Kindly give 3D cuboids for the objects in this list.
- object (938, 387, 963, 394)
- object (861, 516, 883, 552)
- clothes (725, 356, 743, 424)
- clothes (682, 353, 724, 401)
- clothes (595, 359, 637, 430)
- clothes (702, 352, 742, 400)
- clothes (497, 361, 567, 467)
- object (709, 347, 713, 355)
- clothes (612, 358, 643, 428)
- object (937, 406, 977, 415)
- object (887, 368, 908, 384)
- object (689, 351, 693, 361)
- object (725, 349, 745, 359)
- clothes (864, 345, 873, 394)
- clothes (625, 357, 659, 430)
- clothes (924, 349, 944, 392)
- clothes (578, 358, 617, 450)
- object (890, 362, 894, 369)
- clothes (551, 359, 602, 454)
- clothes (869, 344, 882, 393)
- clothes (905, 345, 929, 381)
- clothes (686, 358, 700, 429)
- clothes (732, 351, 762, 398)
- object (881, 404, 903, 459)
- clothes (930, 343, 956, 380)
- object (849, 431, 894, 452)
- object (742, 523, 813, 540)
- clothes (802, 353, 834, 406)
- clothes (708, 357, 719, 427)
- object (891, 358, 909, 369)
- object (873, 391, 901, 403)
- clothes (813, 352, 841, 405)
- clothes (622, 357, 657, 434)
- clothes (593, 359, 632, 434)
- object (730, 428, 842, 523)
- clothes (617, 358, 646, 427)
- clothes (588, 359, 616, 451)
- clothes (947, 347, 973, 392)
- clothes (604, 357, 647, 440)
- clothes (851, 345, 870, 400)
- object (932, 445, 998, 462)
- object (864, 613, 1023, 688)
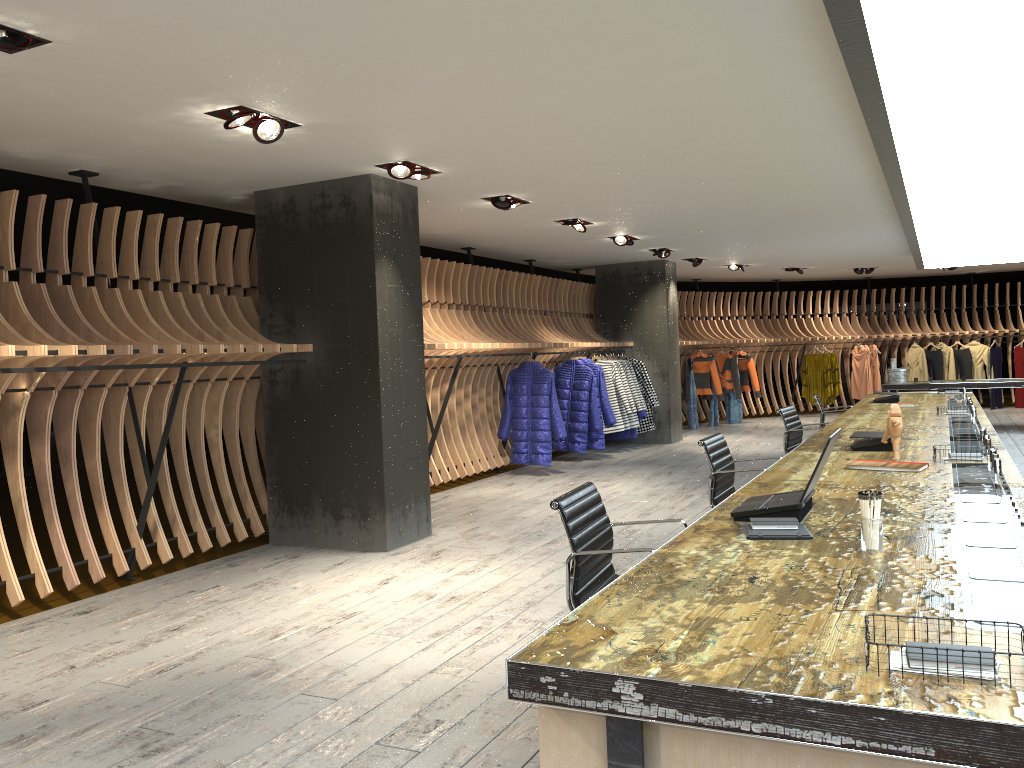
[{"bbox_3d":[5.290,0.085,10.667,0.302,0.074,0.217,-2,2,20],"label":"object"},{"bbox_3d":[1.112,0.464,2.740,0.061,0.111,0.061,-3,1,-30],"label":"object"},{"bbox_3d":[4.118,0.183,16.547,0.309,1.421,0.200,-2,1,-2],"label":"clothes"},{"bbox_3d":[3.408,-0.126,16.017,0.839,0.881,0.201,-1,1,41],"label":"clothes"},{"bbox_3d":[1.407,0.171,12.551,0.752,1.062,0.128,-2,1,24],"label":"clothes"},{"bbox_3d":[3.874,-0.151,16.336,0.201,0.881,0.839,-3,1,-44],"label":"clothes"},{"bbox_3d":[0.200,0.352,10.419,0.885,1.238,0.246,-2,1,23],"label":"clothes"},{"bbox_3d":[3.627,-0.556,16.172,0.023,0.243,0.549,-2,2,22],"label":"object"},{"bbox_3d":[1.522,0.160,12.787,0.752,1.062,0.128,-2,1,24],"label":"clothes"},{"bbox_3d":[3.822,0.231,7.625,0.302,0.071,0.209,-2,2,21],"label":"object"},{"bbox_3d":[6.034,-0.120,13.873,0.303,0.239,0.498,-2,2,26],"label":"object"},{"bbox_3d":[3.182,-0.526,15.761,0.023,0.243,0.549,-2,2,7],"label":"object"},{"bbox_3d":[4.094,-0.585,16.537,0.549,0.243,0.023,-2,1,2],"label":"object"},{"bbox_3d":[7.047,-0.205,17.673,0.125,1.155,0.447,-2,1,-4],"label":"clothes"},{"bbox_3d":[1.849,0.183,13.442,0.799,1.185,0.192,-2,1,26],"label":"clothes"},{"bbox_3d":[8.383,-0.029,17.698,0.087,1.352,0.539,-3,1,-30],"label":"clothes"},{"bbox_3d":[0.940,0.280,11.764,0.883,1.246,0.249,-2,1,23],"label":"clothes"},{"bbox_3d":[5.906,-0.285,13.773,0.062,0.109,0.062,-2,1,-8],"label":"object"},{"bbox_3d":[0.737,0.299,11.706,0.880,1.260,0.242,-2,1,23],"label":"clothes"},{"bbox_3d":[7.211,-0.212,17.687,0.125,1.155,0.447,-2,1,-9],"label":"clothes"},{"bbox_3d":[8.058,-0.343,17.715,0.250,0.889,0.705,-2,1,-13],"label":"clothes"},{"bbox_3d":[3.214,0.242,15.777,0.200,1.421,0.309,-2,1,3],"label":"clothes"},{"bbox_3d":[4.316,-0.182,16.705,0.201,0.881,0.839,-3,1,-34],"label":"clothes"},{"bbox_3d":[2.102,0.262,4.845,0.097,0.300,0.321,-2,1,10],"label":"object"},{"bbox_3d":[8.586,-0.364,17.690,0.250,0.889,0.704,-3,1,-23],"label":"clothes"},{"bbox_3d":[2.209,0.348,5.394,0.262,0.088,0.373,-2,2,26],"label":"object"},{"bbox_3d":[0.905,0.504,3.036,0.213,0.019,0.219,-2,2,11],"label":"object"},{"bbox_3d":[5.997,-0.092,17.430,0.168,1.044,0.664,-3,1,-33],"label":"clothes"},{"bbox_3d":[3.654,0.213,16.175,0.200,1.421,0.309,-2,1,18],"label":"clothes"},{"bbox_3d":[6.037,-0.298,13.805,0.262,0.204,0.088,-2,1,24],"label":"object"},{"bbox_3d":[4.050,0.140,9.576,0.261,0.111,0.373,-2,2,26],"label":"object"},{"bbox_3d":[6.171,-0.101,17.487,0.168,1.044,0.664,-3,1,-33],"label":"clothes"},{"bbox_3d":[1.775,0.191,13.269,0.807,1.187,0.192,-2,1,26],"label":"clothes"},{"bbox_3d":[1.304,0.182,12.339,0.752,1.062,0.128,-2,1,24],"label":"clothes"},{"bbox_3d":[1.044,0.340,3.362,0.365,0.316,0.373,-2,1,26],"label":"object"},{"bbox_3d":[1.600,0.152,12.948,0.752,1.062,0.128,-2,1,24],"label":"clothes"},{"bbox_3d":[0.947,0.277,11.959,0.885,1.238,0.246,-2,1,23],"label":"clothes"},{"bbox_3d":[8.896,-0.048,17.638,0.087,1.352,0.539,-3,1,-40],"label":"clothes"},{"bbox_3d":[1.576,0.215,13.190,0.885,1.238,0.246,-2,1,23],"label":"clothes"},{"bbox_3d":[6.932,-0.199,17.656,0.125,1.155,0.447,-3,1,-29],"label":"clothes"},{"bbox_3d":[2.415,0.373,4.731,0.302,0.074,0.217,-2,2,20],"label":"object"},{"bbox_3d":[0.854,0.523,1.740,0.302,0.074,0.217,-2,2,20],"label":"object"}]
